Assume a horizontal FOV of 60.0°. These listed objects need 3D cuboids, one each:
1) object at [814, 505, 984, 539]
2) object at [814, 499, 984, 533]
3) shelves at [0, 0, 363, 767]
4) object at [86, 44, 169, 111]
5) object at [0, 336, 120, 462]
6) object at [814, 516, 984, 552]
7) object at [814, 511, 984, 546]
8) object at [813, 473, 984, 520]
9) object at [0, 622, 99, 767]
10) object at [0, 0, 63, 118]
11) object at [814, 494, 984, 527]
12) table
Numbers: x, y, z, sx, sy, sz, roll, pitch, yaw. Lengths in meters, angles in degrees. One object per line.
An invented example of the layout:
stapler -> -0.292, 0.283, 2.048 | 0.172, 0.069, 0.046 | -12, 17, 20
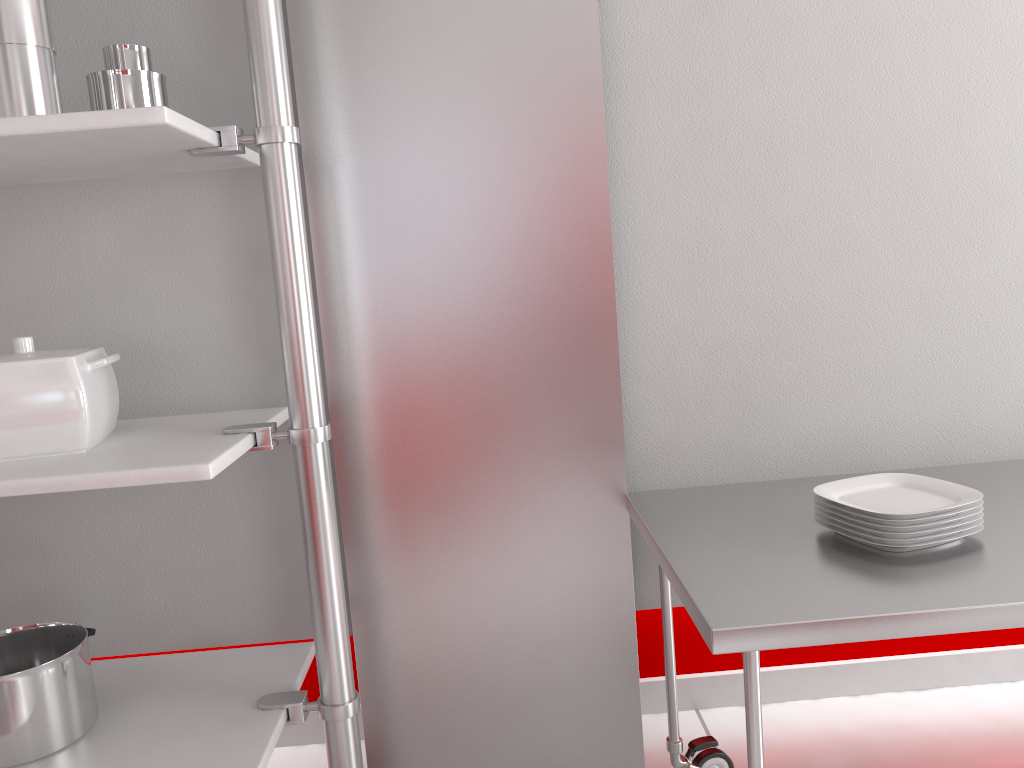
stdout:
object -> 0.641, 0.220, 1.481 | 0.228, 0.020, 0.228 | -7, 8, -19
object -> 0.640, 0.210, 1.480 | 0.228, 0.020, 0.228 | -7, 8, -19
shelves -> -1.215, -0.231, 1.497 | 1.735, 2.599, 0.535 | -5, 8, -1
object -> -0.657, -0.492, 1.521 | 0.127, 0.157, 0.127 | -3, 8, 9
object -> -0.833, 0.017, 1.535 | 0.282, 0.197, 0.235 | -6, 8, -11
object -> 0.642, 0.240, 1.484 | 0.228, 0.020, 0.228 | -7, 8, -19
object -> 0.642, 0.230, 1.482 | 0.228, 0.020, 0.228 | -7, 8, -19
object -> 0.639, 0.190, 1.477 | 0.228, 0.020, 0.228 | -7, 8, -19
object -> -0.874, 0.547, 1.575 | 0.240, 0.161, 0.259 | -7, 8, -18
object -> -0.747, -0.517, 1.325 | 0.115, 0.274, 0.115 | -6, 8, -8
object -> 0.639, 0.200, 1.478 | 0.228, 0.020, 0.228 | -7, 8, -19
table -> 1.080, 0.548, 1.582 | 1.627, 0.682, 0.749 | -4, 8, 0
